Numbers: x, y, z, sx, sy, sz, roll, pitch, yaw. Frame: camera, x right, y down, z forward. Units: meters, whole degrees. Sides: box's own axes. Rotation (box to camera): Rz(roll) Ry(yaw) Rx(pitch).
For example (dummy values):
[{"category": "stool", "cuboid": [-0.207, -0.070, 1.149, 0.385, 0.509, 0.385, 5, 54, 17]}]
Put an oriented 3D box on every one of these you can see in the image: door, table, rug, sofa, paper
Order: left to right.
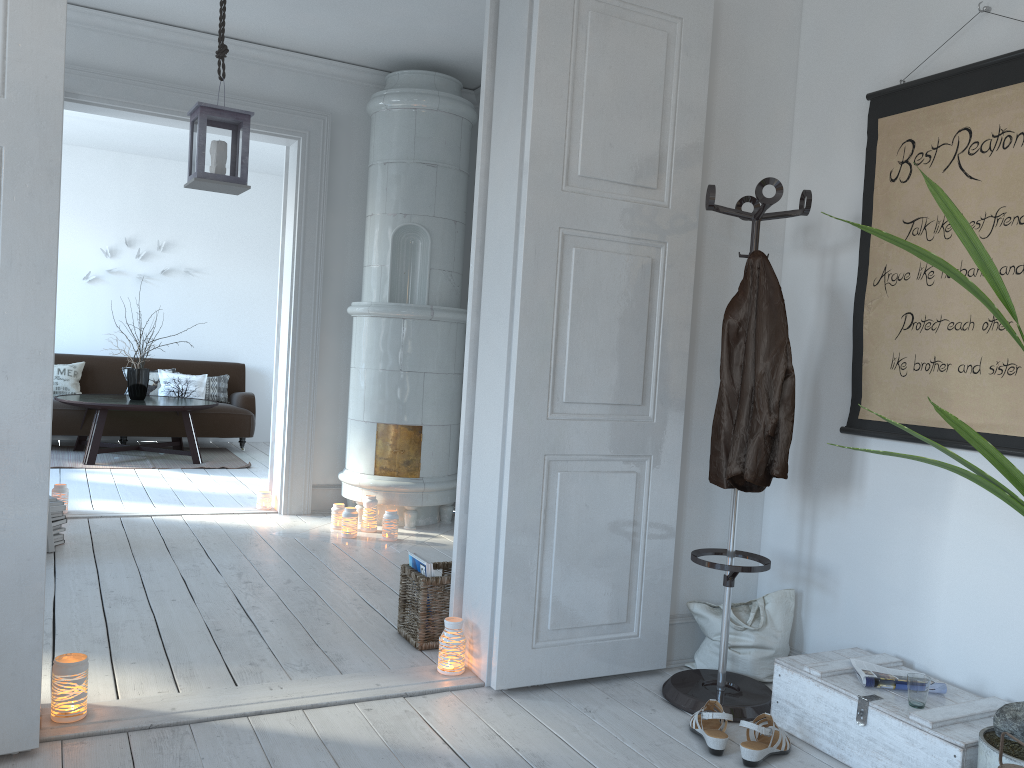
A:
[{"category": "sofa", "cuboid": [-3.569, 0.169, 8.342, 2.166, 0.825, 0.967, 3, 2, -27]}, {"category": "rug", "cuboid": [-3.251, 0.607, 7.682, 1.710, 0.055, 1.454, 3, 2, -27]}, {"category": "table", "cuboid": [-3.226, 0.385, 7.647, 1.300, 0.503, 1.298, 2, 2, -37]}, {"category": "door", "cuboid": [-2.002, -0.467, 5.291, 2.599, 2.507, 0.577, 2, 3, -27]}, {"category": "door", "cuboid": [-0.626, -0.298, 2.617, 2.599, 2.507, 0.577, 2, 3, -27]}, {"category": "paper", "cuboid": [1.114, 0.849, 2.575, 0.221, 0.031, 0.175, 4, 2, 5]}]

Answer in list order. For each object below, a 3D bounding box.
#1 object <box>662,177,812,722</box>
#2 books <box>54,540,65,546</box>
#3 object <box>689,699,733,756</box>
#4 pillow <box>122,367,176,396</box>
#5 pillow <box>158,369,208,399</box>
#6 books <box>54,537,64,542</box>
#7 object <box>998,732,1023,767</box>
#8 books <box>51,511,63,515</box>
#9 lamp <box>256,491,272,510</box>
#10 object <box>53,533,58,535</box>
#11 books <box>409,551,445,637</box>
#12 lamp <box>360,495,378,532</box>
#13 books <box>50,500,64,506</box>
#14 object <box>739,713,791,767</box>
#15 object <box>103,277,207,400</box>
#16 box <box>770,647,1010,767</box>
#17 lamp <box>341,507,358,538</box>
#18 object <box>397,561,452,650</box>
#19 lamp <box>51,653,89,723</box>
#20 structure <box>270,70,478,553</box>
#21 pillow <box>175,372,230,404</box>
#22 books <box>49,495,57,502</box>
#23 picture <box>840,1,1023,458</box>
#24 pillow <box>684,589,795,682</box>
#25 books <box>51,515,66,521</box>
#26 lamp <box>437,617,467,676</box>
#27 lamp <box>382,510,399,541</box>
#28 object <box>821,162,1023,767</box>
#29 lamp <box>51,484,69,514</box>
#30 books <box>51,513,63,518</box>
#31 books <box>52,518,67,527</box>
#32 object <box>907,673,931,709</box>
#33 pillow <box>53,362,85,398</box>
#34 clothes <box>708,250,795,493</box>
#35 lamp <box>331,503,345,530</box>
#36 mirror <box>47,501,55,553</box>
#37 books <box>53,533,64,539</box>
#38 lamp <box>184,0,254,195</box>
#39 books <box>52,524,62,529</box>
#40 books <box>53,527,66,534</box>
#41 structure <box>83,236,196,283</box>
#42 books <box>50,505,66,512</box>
[{"category": "object", "cuboid": [0.732, 0.203, 2.858, 0.374, 1.660, 0.374, 3, 3, -20]}, {"category": "books", "cuboid": [-2.336, 0.783, 4.390, 0.178, 0.016, 0.128, 4, 2, 11]}, {"category": "object", "cuboid": [0.578, 0.971, 2.587, 0.099, 0.126, 0.272, 4, 2, 5]}, {"category": "pillow", "cuboid": [-3.466, 0.016, 8.459, 0.473, 0.348, 0.158, 2, 3, -29]}, {"category": "pillow", "cuboid": [-3.172, 0.023, 8.525, 0.471, 0.309, 0.188, 3, 3, -27]}, {"category": "books", "cuboid": [-2.338, 0.766, 4.386, 0.176, 0.016, 0.128, 4, 2, 14]}, {"category": "object", "cuboid": [1.036, 0.912, 1.840, 0.132, 0.352, 0.137, 3, 3, -5]}, {"category": "books", "cuboid": [-2.328, 0.624, 4.377, 0.180, 0.016, 0.128, 5, 2, 34]}, {"category": "lamp", "cuboid": [-1.572, 0.739, 5.625, 0.093, 0.110, 0.093, 3, 2, -10]}, {"category": "object", "cuboid": [-2.347, 0.733, 4.388, 0.156, 0.014, 0.111, 4, 2, 16]}, {"category": "books", "cuboid": [-0.271, 0.791, 3.326, 0.201, 0.300, 0.179, 2, 3, -27]}, {"category": "lamp", "cuboid": [-0.833, 0.758, 5.187, 0.098, 0.210, 0.098, 3, 3, -23]}, {"category": "books", "cuboid": [-2.323, 0.581, 4.373, 0.186, 0.017, 0.132, 5, 2, 36]}, {"category": "object", "cuboid": [0.722, 0.982, 2.504, 0.099, 0.126, 0.272, 5, 3, 35]}, {"category": "object", "cuboid": [-3.052, -0.386, 7.603, 0.525, 1.067, 0.845, 5, 3, 33]}, {"category": "box", "cuboid": [1.095, 0.958, 2.518, 0.376, 0.218, 0.641, 3, 2, -27]}, {"category": "lamp", "cuboid": [-0.914, 0.780, 4.998, 0.089, 0.166, 0.089, 2, 3, -26]}, {"category": "object", "cuboid": [-0.262, 0.825, 3.333, 0.270, 0.265, 0.223, 2, 3, -27]}, {"category": "lamp", "cuboid": [-1.208, 0.830, 2.423, 0.089, 0.166, 0.089, 2, 3, -35]}, {"category": "structure", "cuboid": [-0.700, -0.466, 5.349, 0.800, 2.830, 1.247, 4, 3, 18]}, {"category": "pillow", "cuboid": [-3.045, 0.038, 8.718, 0.542, 0.288, 0.182, 3, 3, -26]}, {"category": "books", "cuboid": [-2.335, 0.564, 4.379, 0.156, 0.014, 0.111, 5, 2, 42]}, {"category": "picture", "cuboid": [1.346, -0.465, 2.632, 0.057, 1.314, 0.792, 2, 3, -27]}, {"category": "pillow", "cuboid": [0.820, 0.873, 3.154, 0.317, 0.314, 0.272, 2, 3, -26]}, {"category": "books", "cuboid": [-2.329, 0.657, 4.384, 0.178, 0.016, 0.128, 4, 2, 16]}, {"category": "lamp", "cuboid": [-0.199, 0.874, 2.958, 0.093, 0.180, 0.092, 1, 4, -44]}, {"category": "lamp", "cuboid": [-0.684, 0.795, 4.989, 0.089, 0.166, 0.089, 2, 3, -28]}, {"category": "object", "cuboid": [1.167, 0.308, 2.014, 1.043, 1.555, 0.288, 4, 3, 2]}, {"category": "lamp", "cuboid": [-2.601, 0.661, 5.102, 0.089, 0.166, 0.089, 2, 3, -28]}, {"category": "books", "cuboid": [-2.330, 0.640, 4.380, 0.176, 0.016, 0.128, 5, 2, 29]}, {"category": "books", "cuboid": [-2.325, 0.678, 4.378, 0.193, 0.022, 0.128, 4, 2, 5]}, {"category": "object", "cuboid": [1.093, 0.828, 2.388, 0.060, 0.082, 0.060, 5, 3, 28]}, {"category": "pillow", "cuboid": [-4.200, -0.032, 8.123, 0.519, 0.367, 0.238, 3, 3, -28]}, {"category": "clothes", "cuboid": [0.763, -0.034, 2.776, 0.237, 0.771, 0.211, 4, 3, 6]}, {"category": "lamp", "cuboid": [-1.019, 0.777, 5.204, 0.084, 0.146, 0.084, 3, 3, -23]}, {"category": "mirror", "cuboid": [-2.452, 0.045, 4.061, 0.416, 1.490, 0.610, 5, 3, 27]}, {"category": "books", "cuboid": [-2.336, 0.749, 4.383, 0.180, 0.016, 0.128, 4, 2, 18]}, {"category": "lamp", "cuboid": [-1.198, -1.710, 3.722, 0.228, 1.763, 0.228, 2, 3, -31]}, {"category": "books", "cuboid": [-2.342, 0.700, 4.379, 0.167, 0.022, 0.128, 4, 2, 7]}, {"category": "books", "cuboid": [-2.333, 0.721, 4.381, 0.187, 0.017, 0.132, 4, 2, 10]}, {"category": "structure", "cuboid": [-3.643, -1.194, 8.714, 1.025, 0.478, 0.085, 3, 3, -27]}, {"category": "books", "cuboid": [-2.317, 0.603, 4.374, 0.200, 0.026, 0.128, 5, 2, 34]}]
